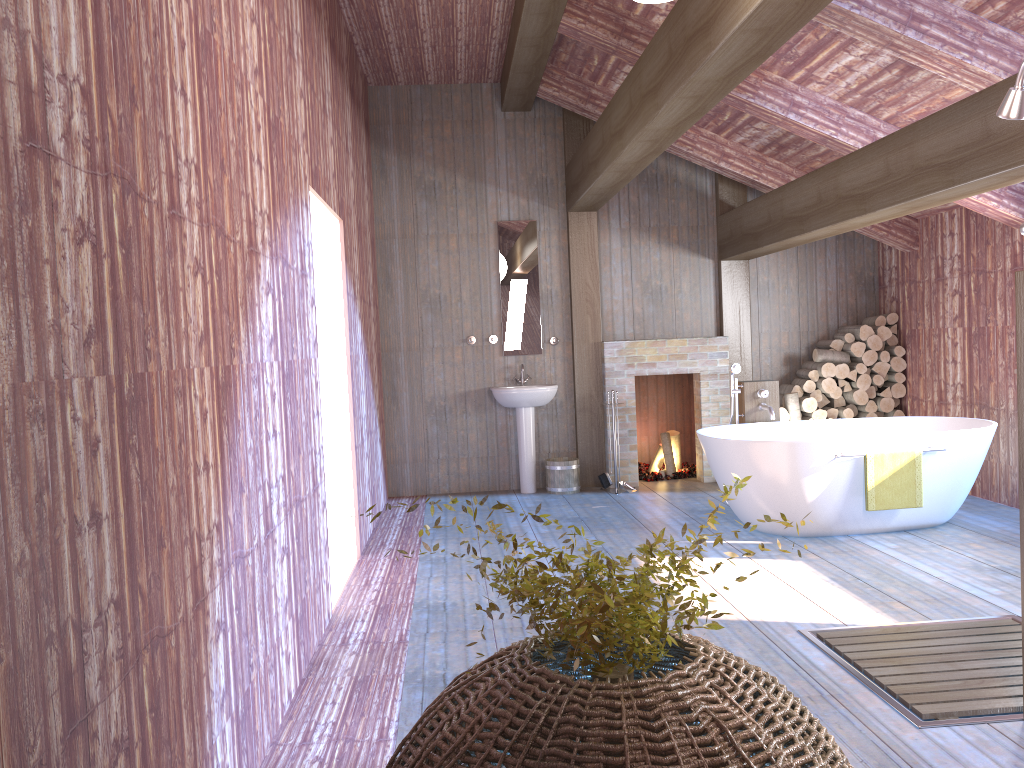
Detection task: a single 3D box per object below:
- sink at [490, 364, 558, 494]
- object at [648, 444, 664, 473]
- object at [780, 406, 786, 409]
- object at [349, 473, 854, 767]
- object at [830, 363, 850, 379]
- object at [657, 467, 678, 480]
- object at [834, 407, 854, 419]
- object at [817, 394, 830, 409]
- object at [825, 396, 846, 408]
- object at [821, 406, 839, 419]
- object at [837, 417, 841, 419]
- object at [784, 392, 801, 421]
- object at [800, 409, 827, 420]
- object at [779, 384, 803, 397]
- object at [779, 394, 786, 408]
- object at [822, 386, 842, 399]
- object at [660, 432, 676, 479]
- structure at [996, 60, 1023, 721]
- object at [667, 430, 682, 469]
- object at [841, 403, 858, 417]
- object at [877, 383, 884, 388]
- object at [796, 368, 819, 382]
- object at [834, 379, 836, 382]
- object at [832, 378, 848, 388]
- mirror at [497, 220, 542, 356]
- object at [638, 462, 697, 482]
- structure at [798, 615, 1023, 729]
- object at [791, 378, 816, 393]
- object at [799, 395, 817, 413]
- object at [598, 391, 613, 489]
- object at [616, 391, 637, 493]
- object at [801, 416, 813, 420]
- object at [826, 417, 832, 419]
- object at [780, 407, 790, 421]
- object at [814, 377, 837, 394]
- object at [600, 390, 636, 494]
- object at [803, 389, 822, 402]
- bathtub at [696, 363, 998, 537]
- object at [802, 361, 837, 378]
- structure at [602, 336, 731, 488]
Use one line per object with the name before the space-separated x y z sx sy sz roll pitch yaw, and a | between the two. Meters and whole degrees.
sink | 0.127 0.397 7.771 0.582 1.143 0.475 -3 3 -5
object | 1.409 0.727 8.512 0.221 0.306 0.121 -1 3 23
object | 2.399 0.229 8.000 0.099 0.093 0.280 -3 3 -3
object | 0.190 0.716 1.608 0.972 1.073 0.970 -4 3 -24
object | 2.850 -0.124 7.915 0.138 0.147 0.440 -3 3 -4
object | 1.472 0.839 8.364 0.085 0.084 0.278 0 3 42
object | 2.903 0.249 7.929 0.098 0.100 0.437 -3 3 -6
object | 2.748 0.142 8.011 0.128 0.150 0.323 -3 3 -4
object | 2.897 0.149 8.025 0.104 0.127 0.321 -3 3 -4
object | 2.800 0.257 7.927 0.114 0.120 0.303 -3 3 -3
object | 2.836 0.333 7.932 0.086 0.089 0.279 -3 3 -6
object | 2.450 0.223 7.724 0.147 0.298 0.109 -3 3 -1
object | 2.658 0.272 7.929 0.139 0.148 0.458 -3 3 -4
object | 2.486 0.061 7.933 0.114 0.113 0.301 -3 3 -6
object | 2.437 0.145 8.001 0.108 0.113 0.302 -3 3 -4
object | 2.829 0.065 7.913 0.115 0.123 0.291 -3 3 -3
object | 1.473 0.675 8.349 0.098 0.434 0.283 -3 3 -6
structure | 1.802 0.017 2.852 0.328 2.209 0.522 -2 3 17
object | 1.565 0.676 8.584 0.140 0.459 0.266 -2 3 14
object | 3.007 0.230 8.037 0.116 0.118 0.289 -3 3 -6
object | 3.252 -0.005 7.935 0.067 0.069 0.177 -3 3 -4
object | 2.640 -0.081 7.906 0.106 0.112 0.282 -3 3 -3
object | 2.823 -0.020 7.897 0.057 0.061 0.156 -3 3 -5
object | 2.897 -0.016 7.918 0.088 0.092 0.280 -3 3 -3
mirror | 0.071 -0.855 7.924 0.350 1.199 0.009 -3 3 -4
object | 1.467 0.839 8.675 0.829 0.085 0.935 -4 3 -22
structure | 1.792 1.107 3.441 1.000 0.067 1.000 -3 3 -4
object | 2.591 0.013 7.891 0.115 0.123 0.291 -3 3 -3
object | 2.566 0.168 7.903 0.138 0.147 0.440 -3 3 -4
object | 0.798 0.488 7.670 0.136 0.846 0.062 -4 3 -23
object | 0.945 0.494 7.669 0.206 0.871 0.126 0 3 39
object | 2.540 0.372 7.933 0.155 0.174 0.483 -3 3 -6
object | 2.744 0.335 7.918 0.098 0.100 0.437 -3 3 -6
object | 2.315 0.262 7.898 0.139 0.137 0.455 -3 3 -6
object | 2.728 0.005 7.905 0.141 0.143 0.437 -3 3 -6
object | 0.865 0.492 7.727 0.276 0.888 0.333 -1 3 38
object | 2.651 0.098 7.915 0.111 0.113 0.301 -3 3 -5
bathtub | 2.241 0.403 5.990 1.935 1.109 1.460 -2 3 18
object | 2.735 -0.133 7.906 0.135 0.145 0.439 -3 3 -4
structure | 1.388 0.255 7.997 1.130 1.330 0.226 -3 3 -4
